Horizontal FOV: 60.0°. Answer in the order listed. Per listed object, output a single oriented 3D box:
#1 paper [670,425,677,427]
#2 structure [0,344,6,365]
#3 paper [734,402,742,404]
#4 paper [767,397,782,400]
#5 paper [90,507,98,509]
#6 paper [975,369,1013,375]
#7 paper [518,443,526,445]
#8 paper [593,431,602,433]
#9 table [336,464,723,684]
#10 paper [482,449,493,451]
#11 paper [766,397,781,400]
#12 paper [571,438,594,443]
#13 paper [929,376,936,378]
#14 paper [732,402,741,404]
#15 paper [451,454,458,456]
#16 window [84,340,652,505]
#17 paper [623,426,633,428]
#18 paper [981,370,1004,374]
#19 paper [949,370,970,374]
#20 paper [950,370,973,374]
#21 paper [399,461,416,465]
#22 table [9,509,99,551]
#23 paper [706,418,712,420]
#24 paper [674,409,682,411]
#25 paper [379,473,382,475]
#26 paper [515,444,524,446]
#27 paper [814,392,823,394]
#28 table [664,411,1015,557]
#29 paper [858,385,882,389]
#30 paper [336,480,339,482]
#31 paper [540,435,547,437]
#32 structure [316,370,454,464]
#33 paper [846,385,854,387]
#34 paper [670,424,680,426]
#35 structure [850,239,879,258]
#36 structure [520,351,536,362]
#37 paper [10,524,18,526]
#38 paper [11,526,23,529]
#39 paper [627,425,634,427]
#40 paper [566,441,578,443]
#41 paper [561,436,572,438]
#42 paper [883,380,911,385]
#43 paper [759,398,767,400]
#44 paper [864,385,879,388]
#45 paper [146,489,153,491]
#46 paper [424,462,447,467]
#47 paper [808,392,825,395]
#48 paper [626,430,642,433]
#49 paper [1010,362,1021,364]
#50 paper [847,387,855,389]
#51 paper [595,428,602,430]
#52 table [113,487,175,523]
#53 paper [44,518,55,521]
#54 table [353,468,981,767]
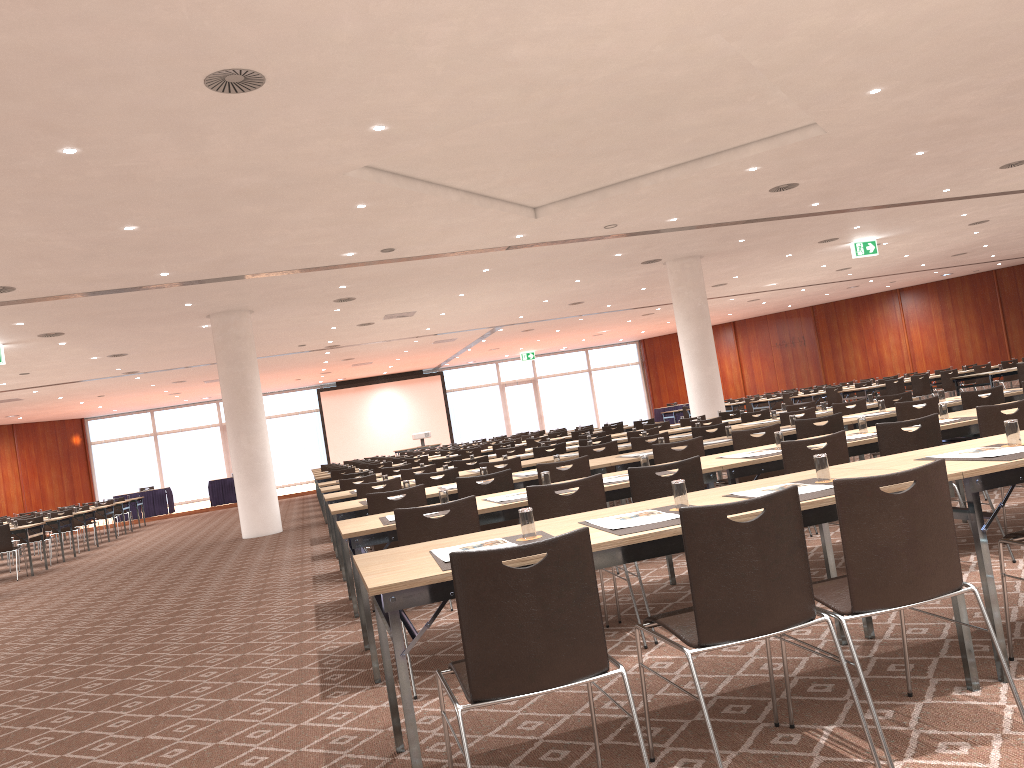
[{"bbox_3d":[2.645,0.654,14.203,0.460,0.003,0.566,-9,-2,-10],"label":"paper"},{"bbox_3d":[-9.093,-0.475,15.289,0.587,0.346,0.105,-8,-2,-14],"label":"structure"},{"bbox_3d":[6.408,0.520,24.882,0.460,0.003,0.566,-8,-3,-15],"label":"paper"},{"bbox_3d":[6.891,0.360,22.961,0.460,0.003,0.566,-8,-3,-12],"label":"paper"},{"bbox_3d":[-9.988,2.943,20.876,0.460,0.003,0.566,-8,-3,-14],"label":"paper"},{"bbox_3d":[8.584,-0.223,15.680,0.460,0.003,0.566,-8,-2,-12],"label":"paper"},{"bbox_3d":[0.237,1.164,17.286,0.283,0.006,0.398,-8,-3,-14],"label":"paper"},{"bbox_3d":[1.825,0.931,17.607,0.460,0.003,0.566,-8,-3,-12],"label":"paper"},{"bbox_3d":[0.129,1.100,5.509,2.266,0.832,0.954,-8,-2,-14],"label":"table"},{"bbox_3d":[-0.353,1.254,17.096,0.460,0.003,0.566,-8,-3,-15],"label":"paper"},{"bbox_3d":[6.800,0.373,23.013,0.283,0.006,0.398,-8,-3,-14],"label":"paper"},{"bbox_3d":[1.104,0.882,13.831,0.460,0.003,0.566,-8,-3,-12],"label":"paper"},{"bbox_3d":[9.059,-0.137,19.404,0.460,0.003,0.566,-8,-3,-13],"label":"paper"},{"bbox_3d":[6.348,0.529,24.961,0.283,0.006,0.398,-8,-3,-15],"label":"paper"},{"bbox_3d":[-1.023,1.352,17.007,0.283,0.006,0.398,-8,-3,-14],"label":"paper"},{"bbox_3d":[-5.110,1.607,36.667,22.953,3.871,0.217,-8,-2,-14],"label":"window"},{"bbox_3d":[2.467,0.836,17.774,0.460,0.003,0.566,-8,-3,-17],"label":"paper"},{"bbox_3d":[8.506,-0.213,15.703,0.283,0.006,0.398,-8,-3,-15],"label":"paper"},{"bbox_3d":[9.902,-0.262,19.678,0.283,0.006,0.398,-8,-3,-14],"label":"paper"},{"bbox_3d":[9.975,-0.273,19.609,0.460,0.003,0.566,-8,-3,-17],"label":"paper"},{"bbox_3d":[-1.890,1.480,16.705,0.460,0.003,0.566,-8,-3,-12],"label":"paper"},{"bbox_3d":[-10.124,3.303,18.919,2.266,0.832,0.954,-8,-2,-14],"label":"table"},{"bbox_3d":[3.196,0.571,14.404,0.283,0.006,0.398,-8,-3,-16],"label":"paper"},{"bbox_3d":[5.465,0.835,28.827,0.283,0.006,0.398,-8,-3,-15],"label":"paper"},{"bbox_3d":[-1.744,1.303,13.151,0.460,0.003,0.566,-8,-3,-15],"label":"paper"},{"bbox_3d":[0.278,1.159,17.221,0.460,0.003,0.566,-8,-3,-13],"label":"paper"},{"bbox_3d":[7.286,0.213,21.097,0.283,0.006,0.398,-8,-3,-13],"label":"paper"},{"bbox_3d":[2.311,0.777,6.043,2.266,0.832,0.954,-8,-2,-14],"label":"table"},{"bbox_3d":[7.798,0.049,19.085,0.460,0.003,0.566,-8,-3,-13],"label":"paper"},{"bbox_3d":[-2.345,1.391,12.983,0.460,0.003,0.566,-8,-3,-12],"label":"paper"},{"bbox_3d":[0.867,1.249,21.542,0.283,0.006,0.398,-8,-3,-15],"label":"paper"},{"bbox_3d":[-5.112,1.394,36.060,5.156,3.524,0.396,-8,-2,-14],"label":"structure"},{"bbox_3d":[8.993,0.049,23.545,0.283,0.006,0.398,-8,-3,-13],"label":"paper"},{"bbox_3d":[2.552,0.668,14.277,0.283,0.006,0.398,-9,-2,-11],"label":"paper"},{"bbox_3d":[7.708,-2.958,19.402,0.587,0.346,0.105,-8,-2,-14],"label":"structure"},{"bbox_3d":[0.643,-1.117,36.097,0.587,0.346,0.105,-8,-2,-14],"label":"structure"},{"bbox_3d":[-9.689,2.721,16.841,0.460,0.003,0.566,-8,-3,-13],"label":"paper"},{"bbox_3d":[-8.624,2.475,15.061,0.460,0.003,0.566,-8,-3,-13],"label":"paper"},{"bbox_3d":[2.389,0.846,17.805,0.283,0.006,0.398,-8,-3,-14],"label":"paper"},{"bbox_3d":[1.006,0.896,13.899,0.283,0.006,0.398,-8,-3,-13],"label":"paper"},{"bbox_3d":[1.236,1.019,17.483,0.460,0.003,0.566,-8,-3,-14],"label":"paper"},{"bbox_3d":[8.431,-0.045,19.236,0.460,0.003,0.566,-8,-3,-16],"label":"paper"},{"bbox_3d":[7.040,0.426,25.035,0.460,0.003,0.566,-8,-3,-14],"label":"paper"},{"bbox_3d":[7.728,0.058,19.119,0.283,0.006,0.398,-8,-3,-13],"label":"paper"},{"bbox_3d":[-11.600,3.381,28.198,0.283,0.006,0.398,-8,-3,-14],"label":"paper"},{"bbox_3d":[-1.110,1.209,13.296,0.460,0.003,0.566,-8,-3,-16],"label":"paper"},{"bbox_3d":[7.320,0.208,21.004,0.460,0.003,0.566,-8,-3,-16],"label":"paper"},{"bbox_3d":[1.932,0.759,14.114,0.283,0.006,0.398,-8,-3,-14],"label":"paper"},{"bbox_3d":[11.218,-0.457,19.919,0.460,0.003,0.566,-8,-3,-13],"label":"paper"},{"bbox_3d":[7.952,0.115,21.167,0.460,0.003,0.566,-8,-3,-16],"label":"paper"},{"bbox_3d":[1.960,0.999,19.770,0.283,0.006,0.398,-8,-3,-14],"label":"paper"},{"bbox_3d":[-11.638,3.812,28.029,1.712,0.832,1.042,-8,-2,-14],"label":"table"},{"bbox_3d":[-9.064,2.629,16.999,0.460,0.003,0.566,-9,-2,-11],"label":"paper"},{"bbox_3d":[0.584,0.944,3.566,2.266,0.832,0.954,-8,-2,-14],"label":"table"}]
